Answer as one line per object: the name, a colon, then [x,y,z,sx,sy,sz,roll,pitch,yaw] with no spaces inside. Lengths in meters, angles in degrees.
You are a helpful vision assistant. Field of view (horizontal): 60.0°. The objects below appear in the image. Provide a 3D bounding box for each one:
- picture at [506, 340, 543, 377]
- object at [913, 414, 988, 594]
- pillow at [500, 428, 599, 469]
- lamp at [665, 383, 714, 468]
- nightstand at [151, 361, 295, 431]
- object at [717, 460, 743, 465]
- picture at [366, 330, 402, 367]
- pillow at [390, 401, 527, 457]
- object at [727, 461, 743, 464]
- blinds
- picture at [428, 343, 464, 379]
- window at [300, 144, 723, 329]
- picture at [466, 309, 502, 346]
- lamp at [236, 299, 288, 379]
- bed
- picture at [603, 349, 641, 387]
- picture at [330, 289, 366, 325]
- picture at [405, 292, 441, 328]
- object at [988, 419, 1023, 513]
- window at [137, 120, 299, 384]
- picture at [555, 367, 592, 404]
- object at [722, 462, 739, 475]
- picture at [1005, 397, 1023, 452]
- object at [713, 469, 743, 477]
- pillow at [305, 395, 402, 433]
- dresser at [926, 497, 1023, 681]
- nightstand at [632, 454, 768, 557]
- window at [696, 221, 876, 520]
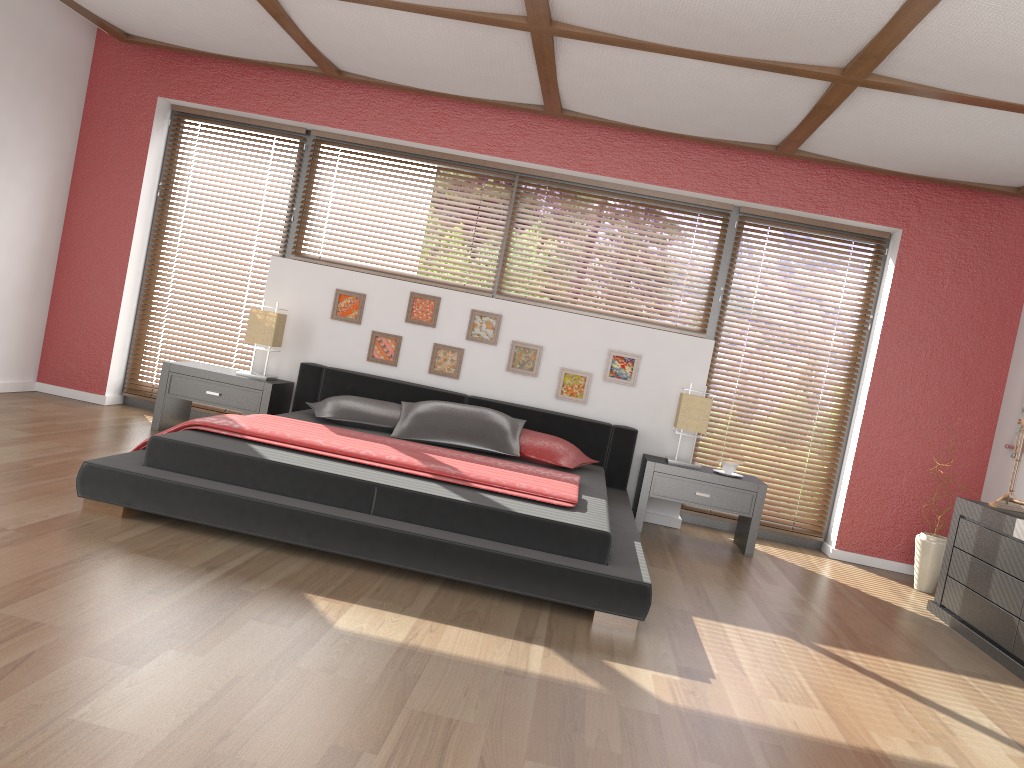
picture: [0.080,-0.161,5.634,0.200,0.200,0.010,11,2,5]
object: [2.407,0.669,5.077,0.422,1.035,0.364,10,3,-20]
pillow: [0.096,0.357,5.117,0.745,0.172,0.418,12,3,24]
lamp: [1.079,0.238,5.348,0.200,0.480,0.200,11,2,5]
nightstand: [-1.806,0.134,5.567,0.700,0.423,0.413,11,2,5]
object: [1.284,0.461,5.222,0.192,0.007,0.007,10,3,-26]
picture: [-0.822,-0.228,5.715,0.200,0.200,0.010,11,2,5]
pillow: [-0.297,0.232,5.009,0.744,0.241,0.386,11,2,0]
object: [1.294,0.462,5.244,0.192,0.007,0.007,10,3,-31]
blinds: [-0.150,-0.432,5.935,4.840,1.952,0.032,11,2,5]
picture: [-0.421,-0.147,5.680,0.200,0.200,0.010,11,2,5]
window: [-0.029,-1.000,5.979,2.817,0.786,0.020,11,2,5]
picture: [-0.179,-0.361,5.653,0.200,0.200,0.010,11,2,5]
lamp: [-1.558,-0.289,5.574,0.200,0.480,0.200,11,2,5]
bed: [-0.567,0.346,4.455,2.469,0.577,2.413,11,2,5]
picture: [0.692,-0.101,5.580,0.200,0.200,0.010,11,2,5]
picture: [-1.058,-0.500,5.729,0.200,0.200,0.010,11,2,5]
picture: [-0.571,-0.476,5.685,0.200,0.200,0.010,11,2,5]
object: [2.519,0.388,4.172,0.173,0.498,0.490,11,2,-10]
window: [-2.042,-0.849,6.165,0.889,1.893,0.020,11,2,5]
picture: [0.390,0.011,5.611,0.200,0.200,0.010,11,2,5]
object: [1.282,0.499,5.240,0.099,0.069,0.099,12,3,30]
picture: [3.028,-0.230,4.893,0.028,1.270,0.701,11,2,5]
object: [1.276,0.531,5.241,0.179,0.012,0.179,12,3,30]
pillow: [-0.800,0.180,5.140,0.745,0.172,0.418,10,3,-20]
dresser: [2.391,0.944,3.696,0.540,0.608,1.740,11,2,5]
nightstand: [1.103,0.715,5.317,0.700,0.423,0.413,11,2,5]
window: [1.770,-0.087,5.838,0.889,1.893,0.020,11,2,5]
